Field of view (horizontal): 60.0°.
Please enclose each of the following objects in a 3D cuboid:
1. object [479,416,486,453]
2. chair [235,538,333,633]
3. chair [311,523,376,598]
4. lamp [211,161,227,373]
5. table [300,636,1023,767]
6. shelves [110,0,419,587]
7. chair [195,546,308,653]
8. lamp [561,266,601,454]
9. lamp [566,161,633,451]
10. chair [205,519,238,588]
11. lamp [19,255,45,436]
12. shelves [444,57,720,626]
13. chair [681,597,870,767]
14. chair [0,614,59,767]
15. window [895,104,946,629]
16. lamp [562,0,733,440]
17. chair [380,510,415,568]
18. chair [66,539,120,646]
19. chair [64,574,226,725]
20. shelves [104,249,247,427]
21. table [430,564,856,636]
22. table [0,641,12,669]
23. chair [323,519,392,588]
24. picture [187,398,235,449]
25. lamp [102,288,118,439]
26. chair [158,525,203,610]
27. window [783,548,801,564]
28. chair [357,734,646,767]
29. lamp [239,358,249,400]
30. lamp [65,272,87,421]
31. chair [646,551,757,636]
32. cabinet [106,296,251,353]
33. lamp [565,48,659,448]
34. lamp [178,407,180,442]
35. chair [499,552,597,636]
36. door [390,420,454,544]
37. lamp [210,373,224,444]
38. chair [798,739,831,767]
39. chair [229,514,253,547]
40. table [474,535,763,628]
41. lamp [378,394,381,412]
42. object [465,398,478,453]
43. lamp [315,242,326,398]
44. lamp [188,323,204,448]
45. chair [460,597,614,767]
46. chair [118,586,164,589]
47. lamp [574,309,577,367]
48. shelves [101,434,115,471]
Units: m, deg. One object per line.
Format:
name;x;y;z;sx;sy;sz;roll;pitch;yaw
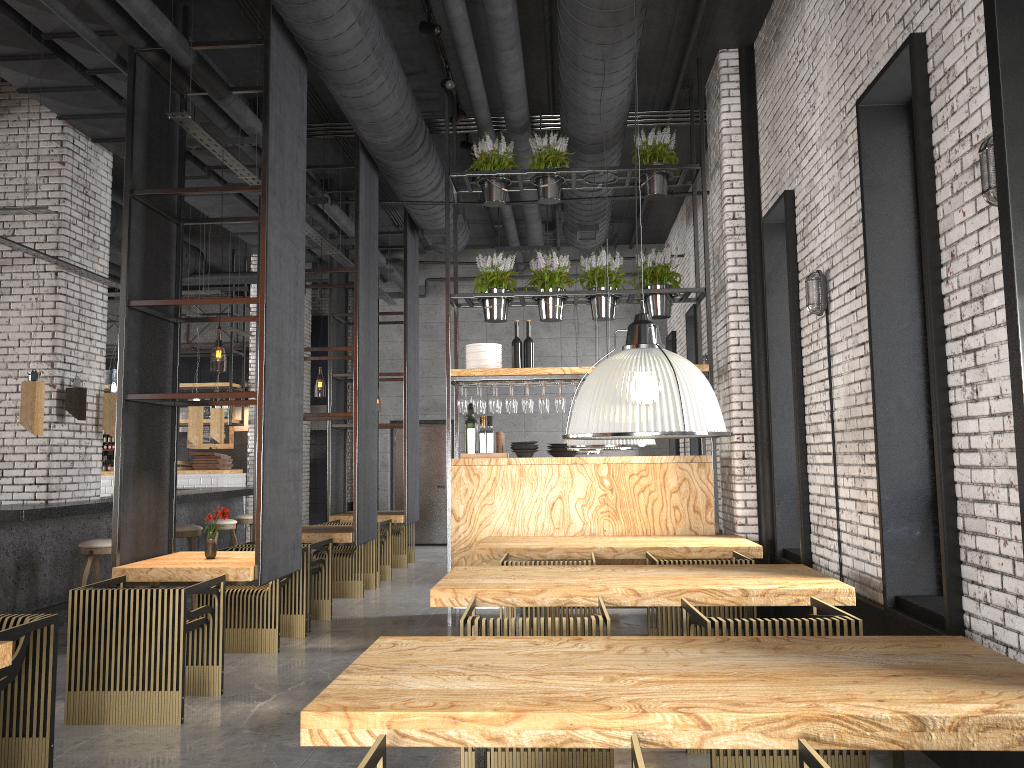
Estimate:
object;-0.262;0.474;8.014;0.070;0.368;0.107;-1;-6;3
chair;-1.982;1.744;7.744;0.657;0.732;0.637;-1;-6;5
chair;-1.855;1.899;9.573;0.657;0.732;0.637;-1;-6;3
lamp;-2.073;-0.879;6.314;0.108;1.602;0.108;2;-7;-24
table;0.537;1.265;2.722;2.116;0.765;0.998;-1;-5;4
shelves;-1.929;-0.627;8.887;1.003;4.376;6.135;-1;-5;4
chair;-2.031;1.679;6.977;0.657;0.732;0.637;-1;-6;6
lamp;0.830;-0.329;11.191;0.536;2.411;0.536;-6;-8;39
lamp;0.688;-0.664;7.247;0.536;2.411;0.536;-6;-8;39
chair;-3.147;1.883;9.708;0.439;0.807;0.479;0;-6;-8
lamp;-3.991;-0.344;7.419;0.127;1.550;0.127;-1;-6;4
shelves;0.598;-0.414;8.124;2.333;5.029;0.688;-1;-6;4
chair;1.151;1.383;3.995;0.657;0.732;0.637;-1;-6;1
chair;-2.443;1.412;3.791;0.657;0.732;0.637;-1;-6;3
window;2.122;-0.225;4.339;0.365;2.704;0.747;-1;-6;4
lamp;0.414;-1.027;2.961;0.536;2.411;0.536;-6;-8;39
chair;-1.694;2.112;12.093;0.657;0.732;0.637;-1;-6;3
chair;-3.369;1.679;7.285;0.480;0.807;0.438;2;-6;-23
chair;-2.116;1.527;5.180;0.657;0.732;0.637;-1;-6;2
shelves;-7.462;-0.780;15.228;5.676;3.073;0.596;-1;-6;4
table;0.676;1.450;4.906;2.116;0.765;0.998;-1;-5;4
table;-2.399;1.312;2.822;0.996;0.765;0.998;-1;-5;4
chair;-1.788;1.961;10.310;0.657;0.732;0.637;-1;-6;4
picture;-6.165;0.762;18.156;0.980;1.145;0.020;-1;-6;4
lamp;-3.908;-0.234;8.711;0.127;1.550;0.127;-1;-6;4
chair;-3.244;1.804;8.773;0.480;0.807;0.438;4;-7;-37
window;2.275;-0.022;6.742;0.365;2.704;0.747;-1;-6;4
chair;-0.028;1.216;1.869;0.657;0.732;0.637;-1;-6;3
lamp;-5.311;-0.055;17.862;0.390;0.939;0.389;-1;-6;6
lamp;-3.950;-0.365;8.073;0.127;1.398;0.127;-1;-6;4
chair;1.301;1.568;6.183;0.657;0.732;0.637;-1;-6;2
cabinet;-7.237;-0.753;17.510;5.863;1.772;0.680;-1;-6;4
lamp;0.559;-0.835;5.235;0.536;2.411;0.536;-6;-8;39
lamp;-3.826;-0.125;10.002;0.127;1.550;0.127;-1;-6;4
chair;0.261;1.585;6.227;0.657;0.732;0.637;-1;-6;4
door;-1.504;1.661;14.925;1.120;2.107;0.158;-1;-6;4
lamp;-3.743;-0.016;11.293;0.127;1.550;0.127;-1;-6;4
chair;1.011;1.196;1.795;0.657;0.732;0.637;-1;-6;2
chair;-3.230;1.961;10.609;0.439;0.807;0.479;-1;-6;2
table;0.810;1.627;7.003;2.116;0.765;0.998;-1;-5;4
lamp;-1.744;-0.444;11.458;0.108;1.602;0.108;-5;-7;35
object;-0.367;0.382;8.017;0.106;0.555;0.156;-1;-6;3
lamp;-1.910;-0.664;8.862;0.108;1.602;0.108;4;-8;-39
lamp;-3.784;-0.041;10.644;0.127;1.610;0.127;-1;-6;4
chair;0.114;1.404;4.089;0.657;0.732;0.637;-1;-6;2
chair;-3.336;1.730;7.889;0.480;0.807;0.438;0;-6;-8
lamp;0.939;-0.184;12.904;0.536;2.411;0.536;5;-8;-44
shelves;-8.719;1.364;18.085;1.761;1.485;0.157;-1;-6;4
